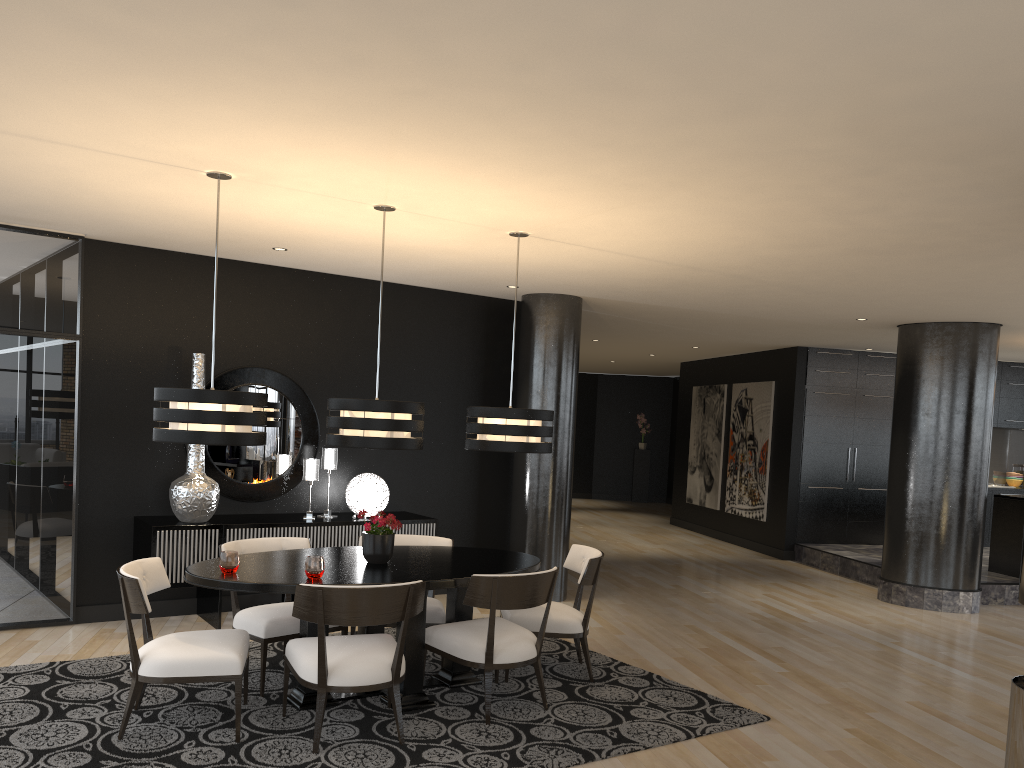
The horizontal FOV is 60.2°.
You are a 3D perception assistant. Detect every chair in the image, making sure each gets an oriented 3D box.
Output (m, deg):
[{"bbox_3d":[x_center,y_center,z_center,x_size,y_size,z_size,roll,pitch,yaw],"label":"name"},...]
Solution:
[{"bbox_3d":[-1.635,1.304,4.385,0.617,0.808,0.640,3,1,-14],"label":"chair"},{"bbox_3d":[-0.702,1.406,5.682,0.643,0.808,0.614,3,1,-6],"label":"chair"},{"bbox_3d":[0.254,1.451,5.626,0.616,0.808,0.641,3,1,-6],"label":"chair"},{"bbox_3d":[-0.105,1.402,4.899,0.643,0.808,0.614,2,1,-42],"label":"chair"},{"bbox_3d":[-1.381,1.354,5.261,0.614,0.808,0.643,4,1,41],"label":"chair"},{"bbox_3d":[-0.798,1.345,4.381,0.643,0.808,0.614,2,1,-25],"label":"chair"}]

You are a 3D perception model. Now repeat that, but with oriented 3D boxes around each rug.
[{"bbox_3d":[-0.850,1.767,5.000,3.729,0.011,2.710,5,-3,-35],"label":"rug"}]

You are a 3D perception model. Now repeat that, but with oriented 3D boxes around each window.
[{"bbox_3d":[4.509,-0.398,4.204,15.914,4.797,10.101,4,-2,-26],"label":"window"}]

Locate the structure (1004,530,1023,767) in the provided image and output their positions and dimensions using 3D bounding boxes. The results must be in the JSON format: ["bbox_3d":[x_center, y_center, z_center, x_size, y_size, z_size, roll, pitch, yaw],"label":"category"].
[{"bbox_3d":[2.627,0.518,3.700,0.587,2.750,0.887,2,3,-24],"label":"structure"}]

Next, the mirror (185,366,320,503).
[{"bbox_3d":[-2.025,0.398,6.951,1.078,1.081,0.025,3,3,-34],"label":"mirror"}]

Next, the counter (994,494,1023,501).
[{"bbox_3d":[6.913,1.292,9.411,3.117,0.032,1.178,3,-3,-12],"label":"counter"}]

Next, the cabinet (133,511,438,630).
[{"bbox_3d":[-1.712,1.428,6.906,2.241,0.769,0.608,4,0,-34],"label":"cabinet"}]

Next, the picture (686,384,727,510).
[{"bbox_3d":[3.024,0.963,13.686,0.077,1.879,1.151,2,2,-12],"label":"picture"}]

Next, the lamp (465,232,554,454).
[{"bbox_3d":[0.010,-0.253,5.390,0.536,1.333,0.533,1,3,-35],"label":"lamp"}]

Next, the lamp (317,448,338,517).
[{"bbox_3d":[-1.469,0.789,7.073,0.132,0.552,0.124,4,3,18],"label":"lamp"}]

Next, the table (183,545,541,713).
[{"bbox_3d":[-0.772,1.391,5.004,2.110,0.771,1.205,4,-1,-33],"label":"table"}]

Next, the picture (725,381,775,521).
[{"bbox_3d":[3.322,0.919,12.315,0.077,1.879,1.151,2,2,-12],"label":"picture"}]

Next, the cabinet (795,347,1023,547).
[{"bbox_3d":[6.421,0.969,12.194,5.732,2.535,0.725,3,2,-12],"label":"cabinet"}]

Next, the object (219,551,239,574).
[{"bbox_3d":[-1.420,0.895,4.434,0.095,0.106,0.095,3,1,21],"label":"object"}]

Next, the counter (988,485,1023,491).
[{"bbox_3d":[6.392,1.425,12.242,2.863,0.034,0.729,3,-3,-12],"label":"counter"}]

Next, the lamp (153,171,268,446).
[{"bbox_3d":[-1.472,-0.370,4.374,0.536,1.333,0.533,1,3,-35],"label":"lamp"}]

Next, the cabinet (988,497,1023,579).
[{"bbox_3d":[6.886,1.828,9.439,3.117,1.041,1.177,3,0,-12],"label":"cabinet"}]

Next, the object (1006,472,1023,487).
[{"bbox_3d":[7.178,1.365,12.614,0.205,0.206,0.184,3,1,-11],"label":"object"}]

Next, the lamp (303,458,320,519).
[{"bbox_3d":[-1.582,0.819,6.927,0.125,0.467,0.131,2,3,-12],"label":"lamp"}]

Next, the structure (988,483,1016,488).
[{"bbox_3d":[6.397,1.402,12.222,0.901,0.067,0.519,3,-2,-12],"label":"structure"}]

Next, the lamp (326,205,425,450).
[{"bbox_3d":[-0.731,-0.311,4.882,0.536,1.333,0.533,1,3,-35],"label":"lamp"}]

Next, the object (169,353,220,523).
[{"bbox_3d":[-2.272,0.388,6.357,0.344,1.212,0.342,2,3,-26],"label":"object"}]

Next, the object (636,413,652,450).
[{"bbox_3d":[2.833,1.017,19.019,0.338,0.789,0.228,3,3,17],"label":"object"}]

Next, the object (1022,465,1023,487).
[{"bbox_3d":[7.542,1.328,12.714,0.366,0.317,0.113,3,2,-12],"label":"object"}]

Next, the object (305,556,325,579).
[{"bbox_3d":[-0.986,0.916,4.413,0.095,0.106,0.095,3,1,-23],"label":"object"}]

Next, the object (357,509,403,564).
[{"bbox_3d":[-0.742,0.857,4.958,0.238,0.299,0.228,2,1,-32],"label":"object"}]
